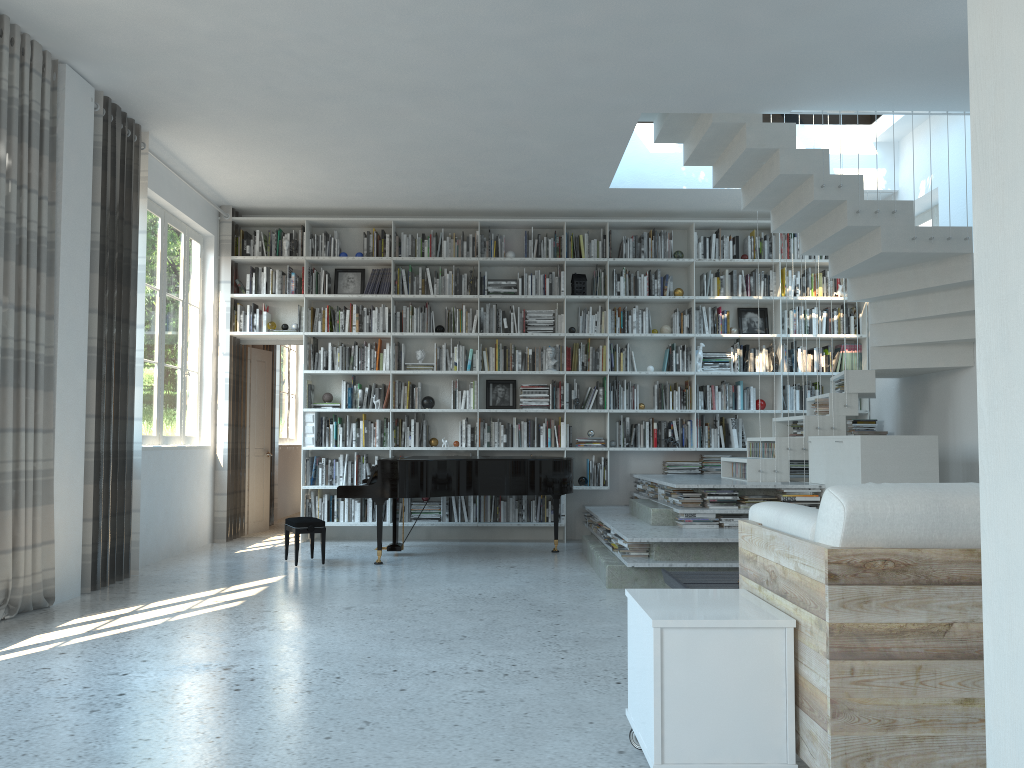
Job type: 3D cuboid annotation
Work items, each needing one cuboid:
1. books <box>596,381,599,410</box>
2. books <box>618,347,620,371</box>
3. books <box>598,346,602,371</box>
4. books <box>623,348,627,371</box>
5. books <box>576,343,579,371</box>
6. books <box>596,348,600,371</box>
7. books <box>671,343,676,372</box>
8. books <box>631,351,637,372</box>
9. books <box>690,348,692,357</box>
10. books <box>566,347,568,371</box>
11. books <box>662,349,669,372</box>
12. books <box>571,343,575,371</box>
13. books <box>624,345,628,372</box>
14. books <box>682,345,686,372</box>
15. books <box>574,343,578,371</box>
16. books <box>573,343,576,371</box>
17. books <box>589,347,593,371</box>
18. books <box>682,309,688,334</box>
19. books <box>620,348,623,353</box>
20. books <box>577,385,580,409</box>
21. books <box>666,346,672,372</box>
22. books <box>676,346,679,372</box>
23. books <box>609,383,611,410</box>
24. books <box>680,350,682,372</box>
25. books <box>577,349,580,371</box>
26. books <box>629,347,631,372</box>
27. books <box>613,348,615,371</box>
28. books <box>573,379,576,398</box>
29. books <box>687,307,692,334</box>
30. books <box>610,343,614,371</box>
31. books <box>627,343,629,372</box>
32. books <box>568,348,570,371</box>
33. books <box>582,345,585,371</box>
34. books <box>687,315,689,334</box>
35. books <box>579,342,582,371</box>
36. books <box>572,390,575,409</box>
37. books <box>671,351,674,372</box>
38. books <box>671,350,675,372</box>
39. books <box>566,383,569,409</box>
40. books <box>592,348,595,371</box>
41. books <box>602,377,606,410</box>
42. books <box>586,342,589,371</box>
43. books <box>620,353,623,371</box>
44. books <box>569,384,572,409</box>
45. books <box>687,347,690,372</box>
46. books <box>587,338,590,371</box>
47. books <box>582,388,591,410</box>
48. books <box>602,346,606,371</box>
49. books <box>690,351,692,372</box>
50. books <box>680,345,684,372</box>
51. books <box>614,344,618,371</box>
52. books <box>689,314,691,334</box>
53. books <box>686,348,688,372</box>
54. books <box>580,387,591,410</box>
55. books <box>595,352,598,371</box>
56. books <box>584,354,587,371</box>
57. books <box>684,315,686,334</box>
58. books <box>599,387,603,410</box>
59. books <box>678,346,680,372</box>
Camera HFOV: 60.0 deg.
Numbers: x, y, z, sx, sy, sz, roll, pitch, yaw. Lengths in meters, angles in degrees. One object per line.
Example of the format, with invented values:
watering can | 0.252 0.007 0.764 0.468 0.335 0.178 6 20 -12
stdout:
books | 0.845 0.117 8.750 0.013 0.285 0.139 0 -3 -1
books | 1.054 -0.234 8.771 0.013 0.255 0.144 0 -3 -1
books | 0.869 -0.240 8.763 0.032 0.266 0.143 0 -3 -1
books | 1.115 -0.227 8.771 0.017 0.242 0.132 0 -3 -1
books | 0.639 -0.253 8.766 0.035 0.293 0.145 0 -3 -1
books | 0.845 -0.226 8.767 0.028 0.239 0.145 0 -3 -1
books | 1.600 -0.251 8.783 0.013 0.295 0.154 0 -3 -1
books | 1.194 -0.211 8.748 0.051 0.210 0.177 0 -3 -1
books | 1.765 -0.227 8.767 0.010 0.245 0.158 0 -3 -1
books | 0.539 -0.235 8.769 0.015 0.255 0.150 0 -3 -1
books | 1.519 -0.223 8.778 0.056 0.241 0.153 0 -3 -1
books | 0.601 -0.254 8.755 0.035 0.293 0.145 0 -3 -1
books | 1.126 -0.241 8.763 0.006 0.270 0.178 0 -3 -1
books | 1.694 -0.242 8.757 0.012 0.273 0.184 0 -3 -1
books | 0.627 -0.254 8.751 0.035 0.293 0.145 0 -3 -1
books | 0.614 -0.254 8.766 0.035 0.293 0.145 0 -3 -1
books | 0.772 -0.233 8.763 0.033 0.253 0.174 0 -3 -1
books | 1.712 -0.600 8.785 0.016 0.256 0.176 0 -3 -1
books | 1.082 -0.227 8.766 0.008 0.242 0.169 0 -3 -1
books | 0.651 0.136 8.751 0.035 0.248 0.141 0 -3 -1
books | 1.556 -0.237 8.772 0.021 0.264 0.174 0 -3 -1
books | 1.622 -0.236 8.769 0.018 0.263 0.165 0 -3 -1
books | 0.962 0.127 8.740 0.010 0.266 0.158 0 -3 -1
books | 1.652 -0.217 8.762 0.012 0.224 0.178 0 -3 -1
books | 0.659 -0.224 8.756 0.015 0.231 0.180 0 -3 -1
books | 1.164 -0.232 8.776 0.007 0.254 0.161 0 -3 -1
books | 1.003 -0.228 8.776 0.007 0.244 0.145 0 -3 -1
books | 0.615 0.106 8.742 0.013 0.306 0.141 0 -3 -1
books | 1.760 -0.611 8.782 0.005 0.277 0.182 0 -3 -1
books | 0.982 -0.251 8.757 0.035 0.287 0.191 0 -3 -1
books | 1.142 -0.249 8.769 0.013 0.287 0.159 0 -3 -1
books | 0.556 -0.229 8.768 0.014 0.244 0.145 0 -3 -1
books | 0.696 -0.245 8.777 0.035 0.278 0.139 0 -3 -1
books | 1.726 -0.574 8.783 0.013 0.204 0.174 0 -3 -1
books | 0.676 -0.255 8.754 0.019 0.294 0.164 0 -3 -1
books | 0.595 0.162 8.724 0.027 0.192 0.182 0 -3 -1
books | 1.577 -0.210 8.765 0.006 0.209 0.188 0 -3 -1
books | 1.587 -0.214 8.765 0.013 0.219 0.187 0 -3 -1
books | 0.541 0.128 8.749 0.024 0.263 0.154 0 -3 -1
books | 0.795 -0.229 8.739 0.027 0.242 0.189 0 -3 -1
books | 0.909 0.097 8.740 0.014 0.324 0.183 0 -3 -1
books | 0.741 -0.255 8.742 0.019 0.293 0.182 0 -3 -1
books | 1.070 -0.204 8.739 0.017 0.192 0.191 0 -3 -1
books | 0.567 0.133 8.745 0.028 0.253 0.142 0 -3 -1
books | 1.731 -0.231 8.761 0.011 0.252 0.169 0 -3 -1
books | 0.754 -0.276 8.762 0.021 0.337 0.169 0 -3 -1
books | 0.727 0.151 8.743 0.088 0.220 0.138 0 -3 -1
books | 0.907 -0.240 8.775 0.033 0.268 0.142 0 -3 -1
books | 1.748 -0.210 8.776 0.023 0.212 0.164 0 -3 -1
books | 1.671 -0.241 8.779 0.032 0.274 0.154 0 -3 -1
books | 1.027 -0.247 8.742 0.013 0.279 0.192 0 -3 -1
books | 1.751 -0.575 8.787 0.012 0.206 0.169 0 -3 -1
books | 1.719 -0.226 8.778 0.013 0.244 0.158 0 -3 -1
books | 0.718 0.147 8.725 0.095 0.228 0.190 0 -3 -1
books | 0.819 -0.210 8.746 0.034 0.204 0.181 0 -3 -1
books | 0.721 -0.196 8.778 0.030 0.181 0.131 0 -3 -1
books | 1.698 -0.572 8.793 0.013 0.202 0.173 0 -3 -1
books | 0.867 0.147 8.728 0.029 0.223 0.171 0 -3 -1
books | 1.638 -0.234 8.770 0.015 0.259 0.152 0 -3 -1
